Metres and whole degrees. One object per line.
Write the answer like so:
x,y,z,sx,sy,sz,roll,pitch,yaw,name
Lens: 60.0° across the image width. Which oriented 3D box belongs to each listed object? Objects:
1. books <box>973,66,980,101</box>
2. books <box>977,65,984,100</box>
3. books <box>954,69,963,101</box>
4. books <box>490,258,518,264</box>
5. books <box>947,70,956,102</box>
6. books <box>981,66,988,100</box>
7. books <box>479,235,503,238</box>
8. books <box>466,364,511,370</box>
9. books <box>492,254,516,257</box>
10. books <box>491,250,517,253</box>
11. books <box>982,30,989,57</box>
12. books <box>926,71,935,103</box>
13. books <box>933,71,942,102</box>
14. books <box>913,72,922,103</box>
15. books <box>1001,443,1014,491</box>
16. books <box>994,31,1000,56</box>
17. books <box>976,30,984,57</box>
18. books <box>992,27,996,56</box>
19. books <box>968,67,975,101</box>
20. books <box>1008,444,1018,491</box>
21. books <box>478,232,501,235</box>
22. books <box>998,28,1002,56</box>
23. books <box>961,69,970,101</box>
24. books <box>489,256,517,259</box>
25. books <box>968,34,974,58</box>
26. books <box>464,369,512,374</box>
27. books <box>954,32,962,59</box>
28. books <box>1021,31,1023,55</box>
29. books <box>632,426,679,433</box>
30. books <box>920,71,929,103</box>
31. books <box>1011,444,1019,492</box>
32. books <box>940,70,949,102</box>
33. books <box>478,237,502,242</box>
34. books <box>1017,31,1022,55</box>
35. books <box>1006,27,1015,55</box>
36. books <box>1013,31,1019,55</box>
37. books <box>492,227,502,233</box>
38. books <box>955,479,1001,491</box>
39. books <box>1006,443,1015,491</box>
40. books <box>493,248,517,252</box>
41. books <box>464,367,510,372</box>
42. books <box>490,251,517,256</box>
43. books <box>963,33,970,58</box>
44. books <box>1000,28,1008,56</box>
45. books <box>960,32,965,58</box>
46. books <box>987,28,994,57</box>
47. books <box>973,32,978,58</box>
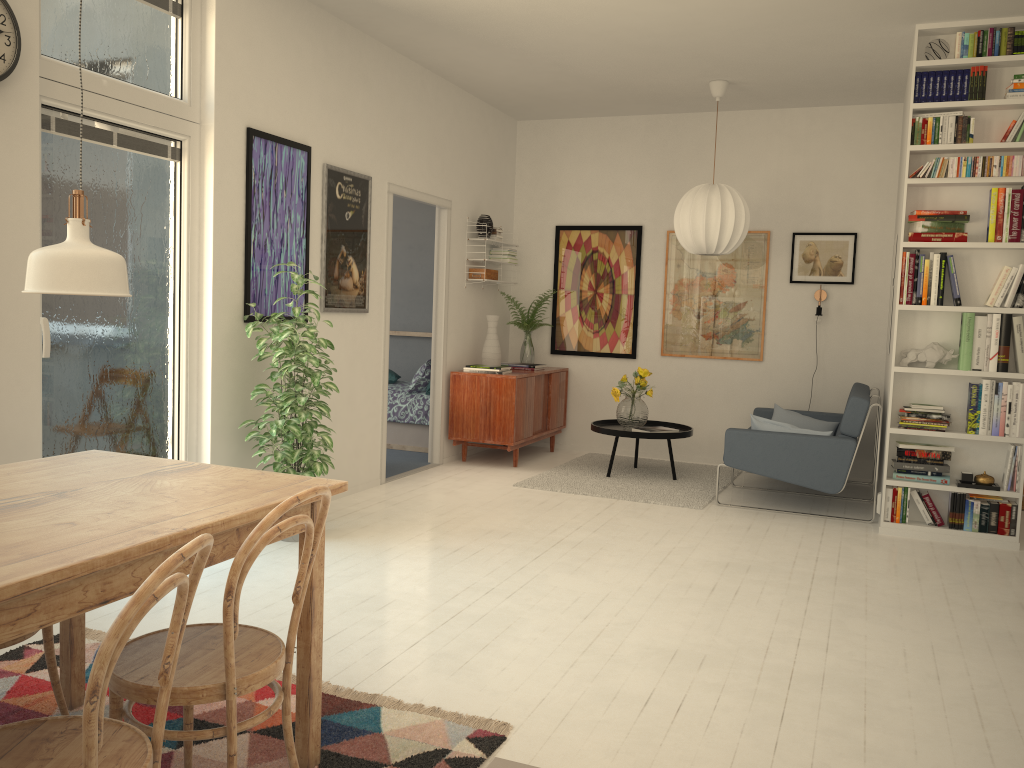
2.598,-1.661,4.984,0.020,0.191,0.205,4,5,22,books
2.613,-1.659,4.969,0.020,0.191,0.205,4,5,22,books
2.515,-1.661,5.009,0.034,0.178,0.188,4,5,22,books
-0.069,-1.050,7.569,0.179,0.037,0.190,4,5,21,books
2.483,-1.663,5.022,0.034,0.178,0.188,4,5,22,books
2.636,-1.659,4.972,0.020,0.191,0.205,4,5,22,books
-0.170,-1.209,7.271,0.158,0.019,0.131,4,5,23,books
-0.183,-0.132,6.910,0.311,0.015,0.192,4,5,25,books
-0.070,-1.096,7.575,0.147,0.012,0.195,4,5,19,books
-0.066,-1.129,7.563,0.153,0.013,0.197,4,5,24,books
2.630,-1.870,4.950,0.024,0.148,0.188,4,5,22,books
2.385,-1.670,5.061,0.034,0.178,0.188,4,5,22,books
2.418,-1.668,5.048,0.034,0.178,0.188,4,5,22,books
2.320,-1.675,5.087,0.034,0.178,0.188,4,5,22,books
2.802,0.463,5.028,0.034,0.257,0.209,4,5,22,books
2.680,-1.860,4.922,0.019,0.137,0.201,4,5,22,books
2.600,-1.869,4.944,0.028,0.147,0.192,4,5,22,books
2.670,-1.871,4.937,0.012,0.157,0.220,4,5,22,books
2.580,-1.663,4.995,0.020,0.191,0.205,4,5,22,books
2.808,0.467,4.990,0.033,0.258,0.130,4,5,22,books
-0.181,-1.231,7.267,0.155,0.024,0.136,3,5,14,books
2.695,-1.867,4.923,0.009,0.151,0.208,4,5,22,books
2.548,-1.658,4.996,0.034,0.178,0.188,4,5,22,books
-0.077,-1.079,7.561,0.168,0.021,0.197,4,5,24,books
2.571,-1.867,4.991,0.025,0.131,0.253,4,5,22,books
-0.186,-0.100,6.913,0.320,0.020,0.237,4,5,18,books
2.502,-1.878,4.982,0.026,0.149,0.155,4,5,22,books
2.787,-1.846,4.852,0.017,0.130,0.150,4,5,22,books
1.059,0.346,6.546,0.289,0.031,0.200,-1,6,-34,books
2.353,-1.672,5.074,0.034,0.178,0.188,4,5,22,books
2.835,0.465,5.009,0.008,0.256,0.184,4,5,22,books
2.450,-1.665,5.035,0.034,0.178,0.188,4,5,22,books
-0.180,-1.186,7.274,0.159,0.028,0.147,4,5,18,books
2.771,-1.847,4.858,0.017,0.130,0.150,4,5,22,books
2.742,-1.863,4.899,0.032,0.152,0.200,4,5,22,books
2.754,-1.849,4.865,0.017,0.130,0.150,4,5,22,books
-0.171,-1.260,7.255,0.178,0.036,0.145,3,5,15,books
2.640,0.574,5.030,0.215,0.023,0.130,4,5,22,books
2.812,0.464,5.026,0.030,0.256,0.198,4,5,22,books
-0.061,-1.142,7.558,0.147,0.016,0.195,4,5,19,books
-0.194,-0.117,6.915,0.296,0.015,0.240,4,5,21,books
-0.072,-1.111,7.559,0.173,0.023,0.190,4,5,21,books
2.533,-1.869,4.961,0.023,0.136,0.161,4,5,22,books
2.718,-1.867,4.926,0.032,0.154,0.212,4,5,22,books
2.526,-1.876,4.990,0.013,0.146,0.208,4,5,22,books
2.655,-1.872,4.948,0.024,0.156,0.228,4,5,22,books
2.586,-1.869,4.970,0.018,0.141,0.207,4,5,22,books
